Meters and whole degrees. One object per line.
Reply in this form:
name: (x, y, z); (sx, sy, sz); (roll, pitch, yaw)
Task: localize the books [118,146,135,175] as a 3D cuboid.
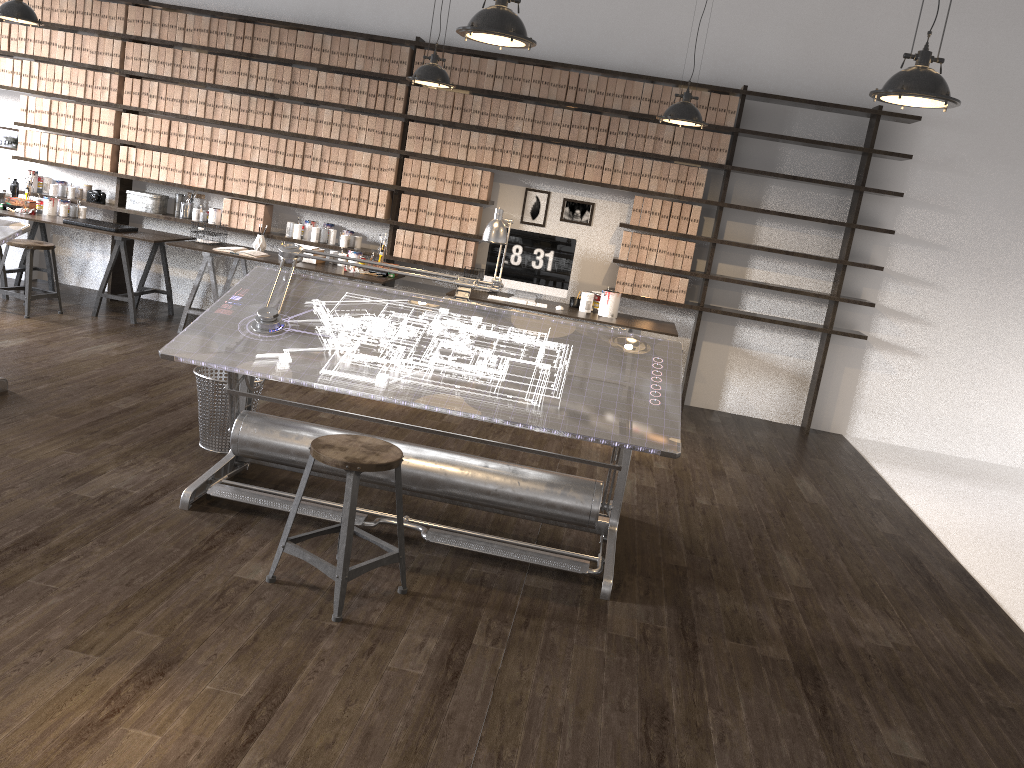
books: (-3.141, -1.830, 7.259); (0.067, 0.224, 0.176); (10, 11, 6)

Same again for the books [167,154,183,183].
books: (-2.732, -1.754, 7.220); (0.067, 0.223, 0.176); (10, 11, 6)

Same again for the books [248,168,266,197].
books: (-2.051, -1.623, 7.140); (0.067, 0.224, 0.176); (10, 11, 6)

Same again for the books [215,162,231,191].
books: (-2.320, -1.675, 7.171); (0.067, 0.224, 0.176); (10, 11, 6)

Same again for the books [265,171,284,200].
books: (-1.911, -1.599, 7.132); (0.067, 0.224, 0.176); (10, 11, 6)

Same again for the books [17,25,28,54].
books: (-3.941, -2.794, 7.227); (0.067, 0.224, 0.176); (10, 11, 6)

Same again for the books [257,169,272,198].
books: (-1.980, -1.611, 7.136); (0.067, 0.224, 0.176); (10, 11, 6)

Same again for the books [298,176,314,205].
books: (-1.642, -1.547, 7.101); (0.067, 0.223, 0.176); (10, 11, 6)

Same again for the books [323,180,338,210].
books: (-1.441, -1.509, 7.080); (0.067, 0.224, 0.176); (10, 11, 6)

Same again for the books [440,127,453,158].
books: (-0.493, -1.874, 6.896); (0.067, 0.224, 0.176); (10, 11, 6)

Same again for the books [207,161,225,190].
books: (-2.392, -1.690, 7.184); (0.067, 0.224, 0.176); (10, 11, 6)

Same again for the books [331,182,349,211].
books: (-1.372, -1.495, 7.068); (0.067, 0.224, 0.176); (10, 11, 6)

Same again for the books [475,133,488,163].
books: (-0.224, -1.822, 6.864); (0.067, 0.223, 0.176); (10, 11, 6)

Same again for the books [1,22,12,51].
books: (-4.084, -2.820, 7.242); (0.067, 0.224, 0.176); (10, 11, 6)

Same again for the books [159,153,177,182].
books: (-2.794, -1.765, 7.225); (0.067, 0.223, 0.176); (10, 11, 6)

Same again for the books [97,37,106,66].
books: (-3.268, -2.667, 7.157); (0.067, 0.223, 0.176); (10, 11, 6)

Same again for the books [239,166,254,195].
books: (-2.122, -1.637, 7.148); (0.067, 0.224, 0.176); (10, 11, 6)

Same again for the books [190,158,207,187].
books: (-2.531, -1.716, 7.199); (0.067, 0.224, 0.176); (10, 11, 6)

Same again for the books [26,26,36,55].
books: (-3.871, -2.781, 7.224); (0.067, 0.224, 0.176); (10, 11, 6)

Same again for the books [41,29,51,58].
books: (-3.737, -2.754, 7.203); (0.067, 0.224, 0.176); (10, 11, 6)

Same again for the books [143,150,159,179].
books: (-2.933, -1.792, 7.242); (0.067, 0.224, 0.176); (10, 11, 6)

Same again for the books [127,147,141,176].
books: (-3.070, -1.817, 7.255); (0.067, 0.224, 0.176); (10, 11, 6)

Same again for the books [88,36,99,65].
books: (-3.334, -2.678, 7.159); (0.067, 0.224, 0.176); (10, 11, 6)

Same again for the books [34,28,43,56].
books: (-3.802, -2.768, 7.216); (0.067, 0.224, 0.176); (10, 11, 6)

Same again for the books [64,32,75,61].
books: (-3.539, -2.717, 7.183); (0.067, 0.224, 0.176); (10, 11, 6)

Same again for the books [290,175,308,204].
books: (-1.704, -1.558, 7.106); (0.067, 0.223, 0.176); (10, 11, 6)

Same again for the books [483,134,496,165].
books: (-0.159, -1.809, 6.853); (0.067, 0.224, 0.176); (10, 11, 6)

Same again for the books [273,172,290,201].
books: (-1.843, -1.585, 7.123); (0.067, 0.224, 0.176); (10, 11, 6)

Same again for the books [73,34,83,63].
books: (-3.469, -2.705, 7.179); (0.067, 0.224, 0.176); (10, 11, 6)

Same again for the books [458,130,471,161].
books: (-0.357, -1.847, 6.875); (0.067, 0.224, 0.176); (10, 11, 6)

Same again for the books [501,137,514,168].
books: (-0.023, -1.785, 6.844); (0.067, 0.224, 0.176); (10, 11, 6)

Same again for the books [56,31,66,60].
books: (-3.609, -2.731, 7.192); (0.067, 0.223, 0.176); (10, 11, 6)

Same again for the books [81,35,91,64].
books: (-3.401, -2.692, 7.173); (0.067, 0.224, 0.176); (10, 11, 6)

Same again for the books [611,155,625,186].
books: (0.809, -1.626, 6.750); (0.067, 0.224, 0.176); (10, 11, 6)

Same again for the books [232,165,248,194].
books: (-2.183, -1.649, 7.159); (0.067, 0.223, 0.176); (10, 11, 6)

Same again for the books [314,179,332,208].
books: (-1.510, -1.522, 7.088); (0.067, 0.224, 0.176); (10, 11, 6)

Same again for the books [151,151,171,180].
books: (-2.865, -1.778, 7.231); (0.067, 0.224, 0.176); (10, 11, 6)

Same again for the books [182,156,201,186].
books: (-2.601, -1.729, 7.207); (0.067, 0.224, 0.176); (10, 11, 6)

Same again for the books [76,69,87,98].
books: (-3.456, -2.435, 7.212); (0.067, 0.224, 0.176); (10, 11, 6)

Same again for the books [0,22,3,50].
books: (-4.156, -2.835, 7.255); (0.067, 0.223, 0.176); (10, 11, 6)

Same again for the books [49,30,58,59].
books: (-3.671, -2.743, 7.200); (0.067, 0.223, 0.176); (10, 11, 6)

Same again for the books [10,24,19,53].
books: (-4.010, -2.808, 7.239); (0.067, 0.224, 0.176); (10, 11, 6)

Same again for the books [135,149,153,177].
books: (-3.001, -1.805, 7.251); (0.067, 0.224, 0.176); (10, 11, 6)

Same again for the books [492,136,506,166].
books: (-0.093, -1.798, 6.851); (0.067, 0.224, 0.176); (10, 11, 6)

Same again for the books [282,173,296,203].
books: (-1.775, -1.571, 7.112); (0.067, 0.224, 0.176); (10, 11, 6)

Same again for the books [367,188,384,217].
books: (-1.083, -1.440, 7.036); (0.067, 0.224, 0.176); (10, 11, 6)

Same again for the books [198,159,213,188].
books: (-2.463, -1.702, 7.187); (0.067, 0.224, 0.176); (10, 11, 6)

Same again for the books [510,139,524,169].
books: (0.046, -1.771, 6.832); (0.067, 0.224, 0.176); (10, 11, 6)

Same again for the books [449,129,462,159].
books: (-0.425, -1.861, 6.887); (0.067, 0.224, 0.176); (10, 11, 6)

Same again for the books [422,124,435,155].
books: (-0.633, -1.899, 6.904); (0.067, 0.224, 0.176); (10, 11, 6)

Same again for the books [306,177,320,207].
books: (-1.577, -1.534, 7.089); (0.067, 0.224, 0.176); (10, 11, 6)

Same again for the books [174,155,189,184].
books: (-2.667, -1.740, 7.208); (0.067, 0.224, 0.176); (10, 11, 6)

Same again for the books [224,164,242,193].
books: (-2.247, -1.662, 7.168); (0.067, 0.223, 0.176); (10, 11, 6)

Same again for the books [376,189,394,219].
books: (-1.007, -1.426, 7.030); (0.067, 0.223, 0.176); (10, 11, 6)

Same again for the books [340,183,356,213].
books: (-1.302, -1.483, 7.065); (0.067, 0.224, 0.176); (10, 11, 6)

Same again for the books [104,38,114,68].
books: (-3.206, -2.655, 7.148); (0.067, 0.223, 0.176); (10, 11, 6)
